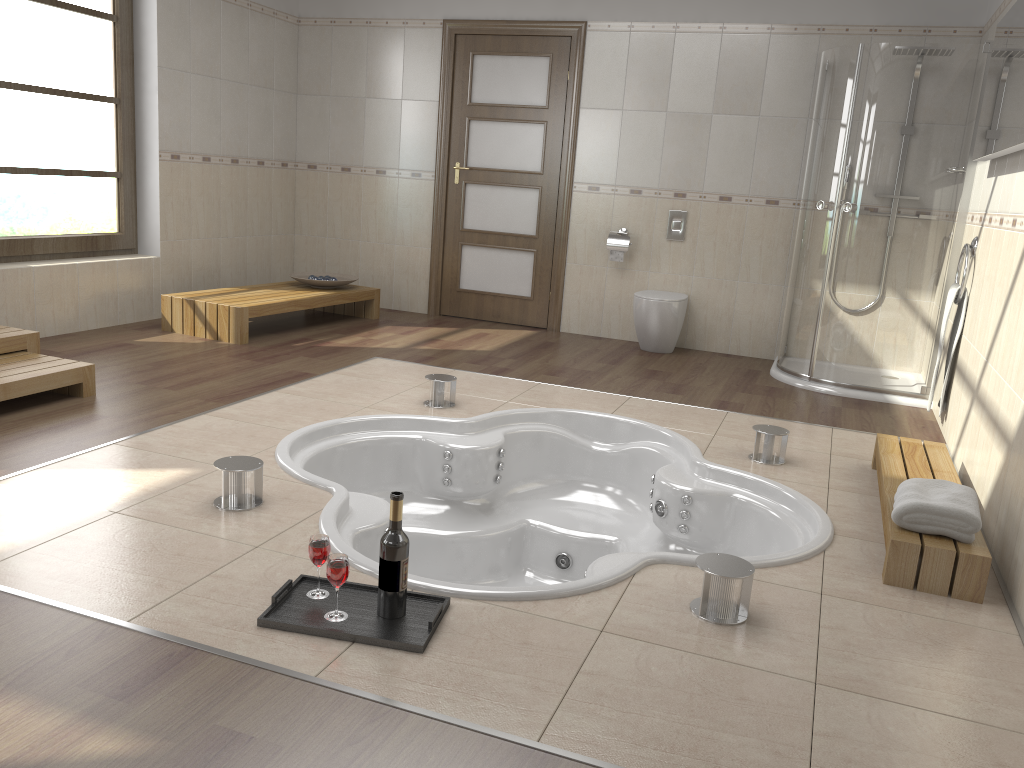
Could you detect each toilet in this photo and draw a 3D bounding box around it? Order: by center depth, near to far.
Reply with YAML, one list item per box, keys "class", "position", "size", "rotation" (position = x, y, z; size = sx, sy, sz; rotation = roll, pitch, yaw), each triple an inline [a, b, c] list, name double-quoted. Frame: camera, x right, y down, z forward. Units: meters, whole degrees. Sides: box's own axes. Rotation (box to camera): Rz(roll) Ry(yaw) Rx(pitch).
- class: "toilet"
  position: [0.986, -0.409, 5.957]
  size: [0.337, 0.388, 0.519]
  rotation: [9, 14, 19]

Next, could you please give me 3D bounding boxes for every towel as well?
- class: "towel"
  position: [1.288, 0.368, 2.696]
  size: [0.233, 0.099, 0.331]
  rotation: [10, 14, 23]
- class: "towel"
  position: [2.119, -0.173, 4.331]
  size: [0.083, 0.635, 0.280]
  rotation: [9, 14, 19]

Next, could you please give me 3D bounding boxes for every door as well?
- class: "door"
  position: [-0.071, -1.459, 6.449]
  size: [0.861, 2.026, 0.102]
  rotation: [8, 13, 16]

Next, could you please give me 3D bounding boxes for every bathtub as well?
- class: "bathtub"
  position: [0.075, 0.652, 3.316]
  size: [1.751, 0.674, 1.754]
  rotation: [-2, 14, -25]

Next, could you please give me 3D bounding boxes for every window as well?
- class: "window"
  position: [-2.579, -1.706, 4.989]
  size: [0.117, 1.934, 1.188]
  rotation: [9, 14, 19]

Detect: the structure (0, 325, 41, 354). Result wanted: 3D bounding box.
- class: "structure"
  position: [-2.708, -0.042, 3.511]
  size: [0.620, 0.220, 1.450]
  rotation: [9, 14, 19]

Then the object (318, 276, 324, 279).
- class: "object"
  position: [-1.355, -0.739, 6.301]
  size: [0.060, 0.060, 0.060]
  rotation: [9, 14, 18]

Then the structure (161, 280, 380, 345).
- class: "structure"
  position: [-1.548, -0.509, 5.922]
  size: [0.620, 0.220, 1.450]
  rotation: [10, 14, 24]

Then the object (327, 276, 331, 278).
- class: "object"
  position: [-1.292, -0.734, 6.299]
  size: [0.060, 0.060, 0.060]
  rotation: [9, 14, 18]

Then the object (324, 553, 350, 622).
- class: "object"
  position: [-0.414, 0.480, 2.100]
  size: [0.055, 0.153, 0.055]
  rotation: [7, 13, 12]

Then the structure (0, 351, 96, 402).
- class: "structure"
  position: [-2.335, 0.054, 3.395]
  size: [0.620, 0.140, 1.280]
  rotation: [9, 14, 19]

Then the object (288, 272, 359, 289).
- class: "object"
  position: [-1.330, -0.724, 6.269]
  size: [0.487, 0.076, 0.487]
  rotation: [-1, 14, -24]

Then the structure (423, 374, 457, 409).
- class: "structure"
  position: [-0.337, 0.033, 4.163]
  size: [0.150, 0.131, 0.150]
  rotation: [1, 13, -15]

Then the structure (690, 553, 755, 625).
- class: "structure"
  position: [0.544, 0.529, 2.298]
  size: [0.150, 0.131, 0.150]
  rotation: [11, 15, 28]

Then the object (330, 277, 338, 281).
- class: "object"
  position: [-1.258, -0.723, 6.248]
  size: [0.060, 0.060, 0.060]
  rotation: [9, 14, 18]

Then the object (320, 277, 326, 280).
- class: "object"
  position: [-1.321, -0.724, 6.246]
  size: [0.060, 0.060, 0.060]
  rotation: [9, 14, 18]

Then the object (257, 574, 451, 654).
- class: "object"
  position: [-0.373, 0.541, 2.147]
  size: [0.400, 0.040, 0.250]
  rotation: [6, 13, 9]

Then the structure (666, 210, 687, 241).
- class: "structure"
  position: [1.123, -1.081, 6.045]
  size: [0.120, 0.200, 0.010]
  rotation: [9, 14, 19]

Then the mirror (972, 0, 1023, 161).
- class: "mirror"
  position: [1.554, -1.004, 2.433]
  size: [0.005, 0.600, 3.600]
  rotation: [9, 14, 19]

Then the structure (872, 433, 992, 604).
- class: "structure"
  position: [1.418, 0.410, 3.088]
  size: [0.260, 0.140, 1.280]
  rotation: [9, 14, 19]

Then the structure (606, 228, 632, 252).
- class: "structure"
  position: [0.754, -0.998, 6.123]
  size: [0.170, 0.151, 0.154]
  rotation: [9, 14, 19]

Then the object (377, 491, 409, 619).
- class: "object"
  position: [-0.282, 0.406, 2.123]
  size: [0.070, 0.307, 0.070]
  rotation: [1, 13, -14]

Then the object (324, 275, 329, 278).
- class: "object"
  position: [-1.322, -0.748, 6.353]
  size: [0.060, 0.060, 0.060]
  rotation: [9, 14, 18]

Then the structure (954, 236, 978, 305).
- class: "structure"
  position: [2.170, -0.543, 4.246]
  size: [0.051, 0.332, 0.291]
  rotation: [9, 14, 19]

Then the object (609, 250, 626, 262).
- class: "object"
  position: [0.735, -0.924, 6.120]
  size: [0.098, 0.151, 0.090]
  rotation: [9, 14, 19]

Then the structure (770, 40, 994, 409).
- class: "structure"
  position: [2.113, -0.941, 5.214]
  size: [0.900, 1.917, 0.900]
  rotation: [9, 14, 19]

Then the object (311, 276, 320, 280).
- class: "object"
  position: [-1.380, -0.726, 6.228]
  size: [0.060, 0.060, 0.060]
  rotation: [9, 14, 18]

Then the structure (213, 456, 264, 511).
- class: "structure"
  position: [-0.858, 0.311, 2.784]
  size: [0.150, 0.131, 0.150]
  rotation: [10, 14, 23]

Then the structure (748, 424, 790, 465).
- class: "structure"
  position: [1.065, 0.251, 3.677]
  size: [0.150, 0.131, 0.150]
  rotation: [6, 13, 9]

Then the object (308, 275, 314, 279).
- class: "object"
  position: [-1.413, -0.742, 6.279]
  size: [0.060, 0.060, 0.060]
  rotation: [9, 14, 18]

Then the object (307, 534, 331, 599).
- class: "object"
  position: [-0.480, 0.452, 2.202]
  size: [0.055, 0.153, 0.055]
  rotation: [7, 13, 12]

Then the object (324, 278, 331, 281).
- class: "object"
  position: [-1.290, -0.711, 6.195]
  size: [0.060, 0.060, 0.060]
  rotation: [9, 14, 18]
